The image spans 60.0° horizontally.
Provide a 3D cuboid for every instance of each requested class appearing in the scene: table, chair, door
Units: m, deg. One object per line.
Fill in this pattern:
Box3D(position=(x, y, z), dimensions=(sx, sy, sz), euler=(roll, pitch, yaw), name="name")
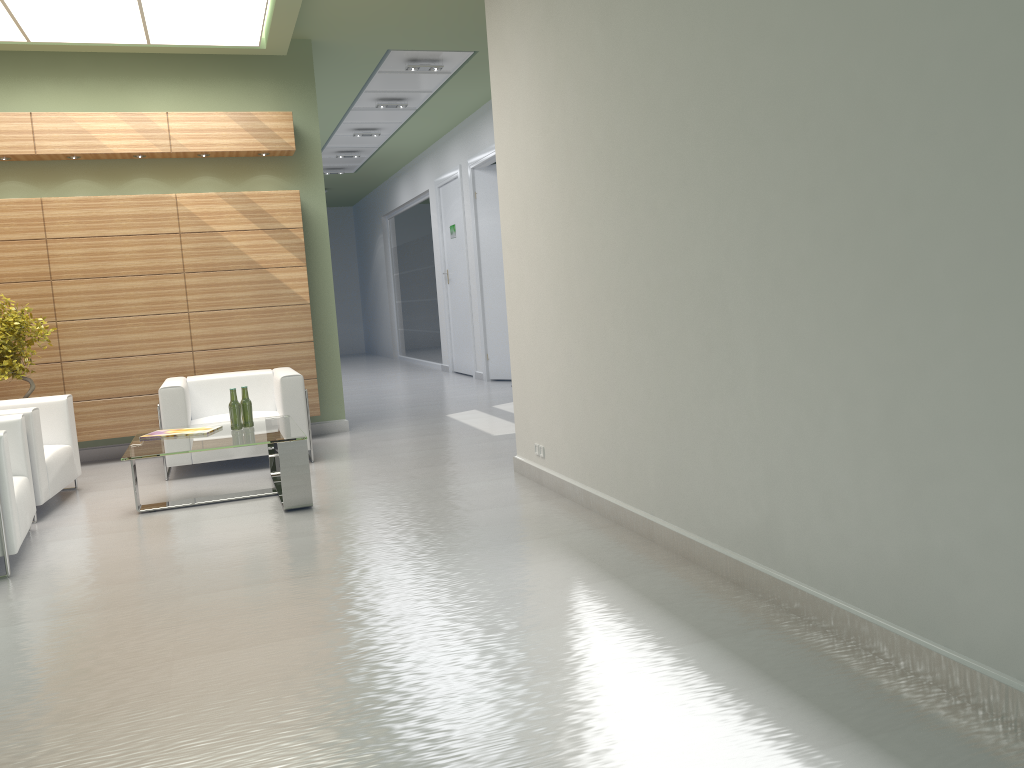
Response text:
Box3D(position=(-3.280, 0.922, 9.941), dimensions=(1.783, 0.742, 2.197), euler=(-6, 6, -18), name="table")
Box3D(position=(-6.109, 0.880, 10.167), dimensions=(1.769, 1.234, 1.894), euler=(-5, 6, -13), name="chair")
Box3D(position=(-1.501, -2.802, 23.651), dimensions=(0.250, 5.083, 2.089), euler=(-6, 6, -18), name="door")
Box3D(position=(0.082, -2.629, 20.808), dimensions=(2.089, 5.083, 0.134), euler=(1, 8, 41), name="door")
Box3D(position=(-5.377, 1.049, 7.967), dimensions=(1.802, 1.234, 1.894), euler=(-7, 6, -23), name="chair")
Box3D(position=(-3.876, 0.494, 12.424), dimensions=(1.894, 1.234, 1.802), euler=(-6, 6, -18), name="chair")

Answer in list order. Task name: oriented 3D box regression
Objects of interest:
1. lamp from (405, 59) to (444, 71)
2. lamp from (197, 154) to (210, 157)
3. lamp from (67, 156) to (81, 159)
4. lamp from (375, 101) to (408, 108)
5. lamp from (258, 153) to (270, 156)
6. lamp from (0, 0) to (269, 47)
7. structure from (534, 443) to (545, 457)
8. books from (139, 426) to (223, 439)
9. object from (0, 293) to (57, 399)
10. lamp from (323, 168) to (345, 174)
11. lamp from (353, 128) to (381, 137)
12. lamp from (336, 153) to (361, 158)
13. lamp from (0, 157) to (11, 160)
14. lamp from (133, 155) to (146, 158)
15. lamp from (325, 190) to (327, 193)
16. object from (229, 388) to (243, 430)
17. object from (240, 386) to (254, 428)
Box3D(position=(-1.595, -5.777, 16.073), dimensions=(0.657, 0.159, 0.286), euler=(-6, 6, -18), name="lamp")
Box3D(position=(-4.688, -3.503, 13.476), dimensions=(0.181, 0.074, 0.181), euler=(0, 7, 32), name="lamp")
Box3D(position=(-6.383, -3.326, 12.913), dimensions=(0.181, 0.074, 0.181), euler=(0, 7, 32), name="lamp")
Box3D(position=(-2.575, -5.997, 18.955), dimensions=(0.657, 0.159, 0.286), euler=(-6, 6, -18), name="lamp")
Box3D(position=(-3.853, -3.591, 13.754), dimensions=(0.181, 0.074, 0.181), euler=(-7, 6, -24), name="lamp")
Box3D(position=(-5.069, -4.719, 9.941), dimensions=(4.571, 0.325, 5.060), euler=(-6, 6, -18), name="lamp")
Box3D(position=(0.298, 0.718, 9.622), dimensions=(0.017, 0.118, 0.262), euler=(-6, 6, -18), name="structure")
Box3D(position=(-3.767, 0.551, 10.119), dimensions=(0.762, 0.025, 0.508), euler=(-4, 6, 2), name="books")
Box3D(position=(-6.641, 0.089, 11.656), dimensions=(1.116, 2.565, 1.201), euler=(1, 7, 39), name="object")
Box3D(position=(-5.586, -6.672, 27.802), dimensions=(0.657, 0.159, 0.286), euler=(-6, 6, -18), name="lamp")
Box3D(position=(-3.600, -6.226, 21.965), dimensions=(0.657, 0.159, 0.286), euler=(-6, 6, -18), name="lamp")
Box3D(position=(-4.607, -6.452, 24.924), dimensions=(0.657, 0.159, 0.286), euler=(-6, 6, -18), name="lamp")
Box3D(position=(-7.242, -3.236, 12.627), dimensions=(0.181, 0.074, 0.181), euler=(-7, 6, -24), name="lamp")
Box3D(position=(-5.541, -3.414, 13.192), dimensions=(0.181, 0.074, 0.181), euler=(-7, 6, -24), name="lamp")
Box3D(position=(-7.020, -6.993, 32.017), dimensions=(0.657, 0.159, 0.286), euler=(-6, 6, -18), name="lamp")
Box3D(position=(-3.148, 0.285, 10.075), dimensions=(0.131, 0.475, 0.131), euler=(0, 7, 36), name="object")
Box3D(position=(-3.065, 0.264, 10.229), dimensions=(0.131, 0.475, 0.131), euler=(0, 7, 36), name="object")
